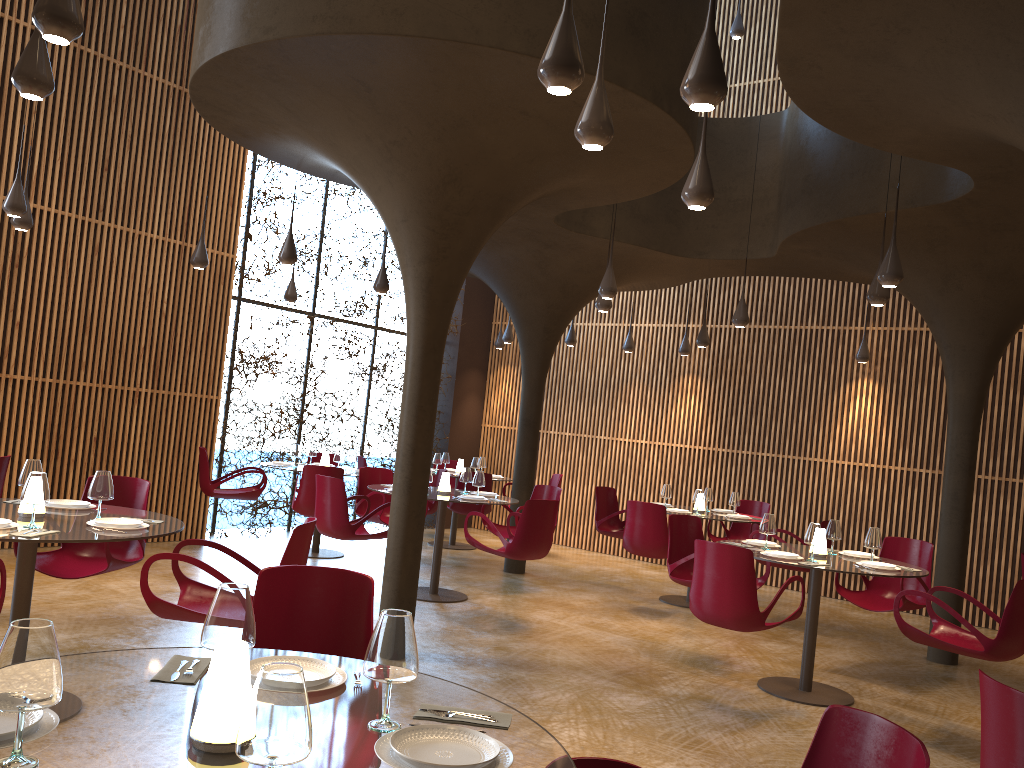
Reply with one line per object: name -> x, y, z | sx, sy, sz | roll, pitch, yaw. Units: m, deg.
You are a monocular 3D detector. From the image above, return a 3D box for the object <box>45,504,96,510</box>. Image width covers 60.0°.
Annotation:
object -> -2.836, 0.777, 5.659 | 0.332, 0.014, 0.331 | 8, -4, -37

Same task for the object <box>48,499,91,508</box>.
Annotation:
object -> -2.835, 0.768, 5.659 | 0.263, 0.029, 0.263 | 6, -3, 8

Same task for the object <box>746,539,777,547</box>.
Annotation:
object -> 2.174, 1.389, 7.733 | 0.263, 0.029, 0.263 | 3, -4, 44

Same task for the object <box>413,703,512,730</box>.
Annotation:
object -> -0.131, 0.903, 2.405 | 0.262, 0.017, 0.126 | 6, -3, 2

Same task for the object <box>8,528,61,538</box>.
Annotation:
object -> -2.458, 0.770, 4.569 | 0.126, 0.017, 0.262 | 6, -3, 5

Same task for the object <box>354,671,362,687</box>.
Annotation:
object -> -0.643, 0.853, 2.584 | 0.411, 0.012, 0.204 | 6, -3, -11

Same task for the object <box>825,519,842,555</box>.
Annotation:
object -> 2.765, 1.318, 7.636 | 0.142, 0.295, 0.142 | 7, -2, -21

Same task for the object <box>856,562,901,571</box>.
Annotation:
object -> 2.874, 1.433, 6.957 | 0.332, 0.014, 0.332 | 7, -3, -19

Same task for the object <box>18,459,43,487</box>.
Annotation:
object -> -2.982, 0.616, 5.494 | 0.142, 0.295, 0.142 | 6, -2, -11

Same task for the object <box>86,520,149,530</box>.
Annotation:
object -> -2.256, 0.809, 5.079 | 0.332, 0.014, 0.331 | 8, -3, -30

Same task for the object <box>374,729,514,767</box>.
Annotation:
object -> -0.161, 0.878, 2.105 | 0.331, 0.014, 0.332 | 3, -4, 41

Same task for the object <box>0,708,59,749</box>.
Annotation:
object -> -1.194, 0.764, 1.974 | 0.331, 0.014, 0.332 | 4, -3, 34

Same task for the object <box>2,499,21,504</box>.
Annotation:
object -> -3.136, 0.755, 5.685 | 0.126, 0.017, 0.262 | 6, -3, 2

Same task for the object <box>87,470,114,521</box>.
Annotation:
object -> -2.425, 0.661, 5.226 | 0.142, 0.295, 0.142 | 7, -2, -39

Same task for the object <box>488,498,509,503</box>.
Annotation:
object -> -0.154, 1.256, 9.551 | 0.126, 0.017, 0.262 | 8, -3, -32

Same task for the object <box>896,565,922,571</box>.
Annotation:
object -> 3.135, 1.475, 7.104 | 0.126, 0.017, 0.262 | 8, -3, -32

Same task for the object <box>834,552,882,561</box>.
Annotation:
object -> 2.987, 1.479, 7.628 | 0.410, 0.012, 0.205 | 3, -4, 44

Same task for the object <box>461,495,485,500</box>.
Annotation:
object -> -0.415, 1.205, 9.405 | 0.263, 0.029, 0.263 | 7, -3, -29

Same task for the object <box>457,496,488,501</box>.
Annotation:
object -> -0.416, 1.214, 9.404 | 0.332, 0.014, 0.332 | 7, -3, -23

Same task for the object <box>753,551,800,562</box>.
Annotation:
object -> 2.123, 1.358, 6.994 | 0.205, 0.012, 0.410 | 8, -4, -42

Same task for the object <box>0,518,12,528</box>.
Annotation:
object -> -2.753, 0.724, 4.616 | 0.263, 0.029, 0.263 | 6, -3, 2

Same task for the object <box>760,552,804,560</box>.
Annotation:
object -> 2.126, 1.357, 6.991 | 0.331, 0.014, 0.332 | 4, -3, 27

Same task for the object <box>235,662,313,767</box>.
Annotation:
object -> -0.454, 0.689, 1.691 | 0.142, 0.295, 0.142 | 7, -2, -26

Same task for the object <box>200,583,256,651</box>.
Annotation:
object -> -0.767, 0.692, 2.396 | 0.142, 0.295, 0.142 | 6, -2, 3

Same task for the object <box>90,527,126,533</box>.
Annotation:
object -> -2.255, 0.810, 5.075 | 0.204, 0.012, 0.411 | 6, -3, -8

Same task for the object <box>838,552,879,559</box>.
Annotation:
object -> 2.983, 1.478, 7.631 | 0.331, 0.014, 0.332 | 5, -3, 19

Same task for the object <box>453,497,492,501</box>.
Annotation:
object -> -0.419, 1.215, 9.401 | 0.411, 0.012, 0.204 | 8, -4, -37

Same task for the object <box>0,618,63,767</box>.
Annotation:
object -> -1.005, 0.639, 1.824 | 0.142, 0.295, 0.142 | 5, -2, 31

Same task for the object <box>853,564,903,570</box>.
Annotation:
object -> 2.870, 1.434, 6.954 | 0.411, 0.012, 0.204 | 8, -4, -37

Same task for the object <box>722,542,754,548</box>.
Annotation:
object -> 1.920, 1.372, 7.569 | 0.126, 0.017, 0.261 | 8, -3, -36

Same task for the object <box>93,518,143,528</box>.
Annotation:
object -> -2.256, 0.799, 5.079 | 0.263, 0.029, 0.263 | 6, -3, -7

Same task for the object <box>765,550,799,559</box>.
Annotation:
object -> 2.127, 1.348, 6.991 | 0.263, 0.029, 0.263 | 8, -3, -34

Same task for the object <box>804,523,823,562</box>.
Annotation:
object -> 2.372, 1.244, 6.975 | 0.142, 0.295, 0.142 | 5, -2, 29

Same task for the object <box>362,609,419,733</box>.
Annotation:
object -> -0.311, 0.733, 2.272 | 0.142, 0.295, 0.142 | 7, -2, -21

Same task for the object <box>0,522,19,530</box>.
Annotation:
object -> -2.754, 0.734, 4.615 | 0.332, 0.014, 0.331 | 8, -3, -33

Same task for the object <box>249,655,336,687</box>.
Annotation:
object -> -0.646, 0.841, 2.583 | 0.263, 0.029, 0.263 | 7, -3, -16

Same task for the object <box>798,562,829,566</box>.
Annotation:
object -> 2.296, 1.370, 6.741 | 0.262, 0.017, 0.126 | 8, -4, -38

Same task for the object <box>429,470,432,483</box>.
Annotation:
object -> -0.918, 1.025, 9.423 | 0.142, 0.295, 0.142 | 5, -2, 29

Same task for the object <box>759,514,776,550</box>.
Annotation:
object -> 2.163, 1.249, 7.504 | 0.142, 0.295, 0.142 | 6, -2, -15

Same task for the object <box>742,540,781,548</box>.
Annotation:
object -> 2.173, 1.399, 7.733 | 0.332, 0.014, 0.331 | 7, -3, -26

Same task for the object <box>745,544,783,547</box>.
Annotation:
object -> 2.176, 1.401, 7.736 | 0.411, 0.012, 0.204 | 8, -4, -40

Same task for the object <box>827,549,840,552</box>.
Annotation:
object -> 2.794, 1.477, 7.867 | 0.262, 0.017, 0.126 | 8, -4, -42

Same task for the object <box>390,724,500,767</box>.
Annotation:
object -> -0.160, 0.868, 2.105 | 0.263, 0.029, 0.263 | 4, -3, 35

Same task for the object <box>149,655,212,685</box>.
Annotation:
object -> -0.948, 0.826, 2.563 | 0.126, 0.017, 0.262 | 6, -3, -7

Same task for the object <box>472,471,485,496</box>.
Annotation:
object -> -0.363, 1.094, 9.637 | 0.142, 0.295, 0.142 | 6, -2, 12

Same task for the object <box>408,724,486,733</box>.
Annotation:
object -> -0.160, 0.879, 2.100 | 0.204, 0.012, 0.411 | 6, -3, -2

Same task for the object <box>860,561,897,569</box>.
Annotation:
object -> 2.875, 1.423, 6.957 | 0.263, 0.029, 0.263 | 3, -4, 45

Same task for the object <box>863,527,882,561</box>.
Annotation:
object -> 2.927, 1.312, 7.190 | 0.142, 0.295, 0.142 | 6, -2, 12

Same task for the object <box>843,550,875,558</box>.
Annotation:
object -> 2.984, 1.468, 7.631 | 0.263, 0.029, 0.263 | 4, -4, 38

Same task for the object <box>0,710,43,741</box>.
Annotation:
object -> -1.193, 0.755, 1.974 | 0.263, 0.029, 0.263 | 7, -3, -17

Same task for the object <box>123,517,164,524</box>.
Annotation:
object -> -2.262, 0.830, 5.381 | 0.262, 0.017, 0.126 | 6, -3, -4

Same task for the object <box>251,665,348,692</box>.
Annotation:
object -> -0.647, 0.851, 2.583 | 0.331, 0.014, 0.332 | 3, -4, 45

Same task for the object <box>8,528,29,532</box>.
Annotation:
object -> -2.759, 0.735, 4.615 | 0.410, 0.012, 0.204 | 6, -3, 1

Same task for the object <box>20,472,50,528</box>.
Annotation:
object -> -2.569, 0.623, 4.775 | 0.142, 0.295, 0.142 | 6, -2, -7

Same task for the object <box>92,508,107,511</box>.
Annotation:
object -> -2.831, 0.779, 5.660 | 0.411, 0.012, 0.204 | 6, -3, -3

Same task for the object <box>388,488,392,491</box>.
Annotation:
object -> -1.163, 1.138, 9.438 | 0.331, 0.014, 0.332 | 4, -3, 30
